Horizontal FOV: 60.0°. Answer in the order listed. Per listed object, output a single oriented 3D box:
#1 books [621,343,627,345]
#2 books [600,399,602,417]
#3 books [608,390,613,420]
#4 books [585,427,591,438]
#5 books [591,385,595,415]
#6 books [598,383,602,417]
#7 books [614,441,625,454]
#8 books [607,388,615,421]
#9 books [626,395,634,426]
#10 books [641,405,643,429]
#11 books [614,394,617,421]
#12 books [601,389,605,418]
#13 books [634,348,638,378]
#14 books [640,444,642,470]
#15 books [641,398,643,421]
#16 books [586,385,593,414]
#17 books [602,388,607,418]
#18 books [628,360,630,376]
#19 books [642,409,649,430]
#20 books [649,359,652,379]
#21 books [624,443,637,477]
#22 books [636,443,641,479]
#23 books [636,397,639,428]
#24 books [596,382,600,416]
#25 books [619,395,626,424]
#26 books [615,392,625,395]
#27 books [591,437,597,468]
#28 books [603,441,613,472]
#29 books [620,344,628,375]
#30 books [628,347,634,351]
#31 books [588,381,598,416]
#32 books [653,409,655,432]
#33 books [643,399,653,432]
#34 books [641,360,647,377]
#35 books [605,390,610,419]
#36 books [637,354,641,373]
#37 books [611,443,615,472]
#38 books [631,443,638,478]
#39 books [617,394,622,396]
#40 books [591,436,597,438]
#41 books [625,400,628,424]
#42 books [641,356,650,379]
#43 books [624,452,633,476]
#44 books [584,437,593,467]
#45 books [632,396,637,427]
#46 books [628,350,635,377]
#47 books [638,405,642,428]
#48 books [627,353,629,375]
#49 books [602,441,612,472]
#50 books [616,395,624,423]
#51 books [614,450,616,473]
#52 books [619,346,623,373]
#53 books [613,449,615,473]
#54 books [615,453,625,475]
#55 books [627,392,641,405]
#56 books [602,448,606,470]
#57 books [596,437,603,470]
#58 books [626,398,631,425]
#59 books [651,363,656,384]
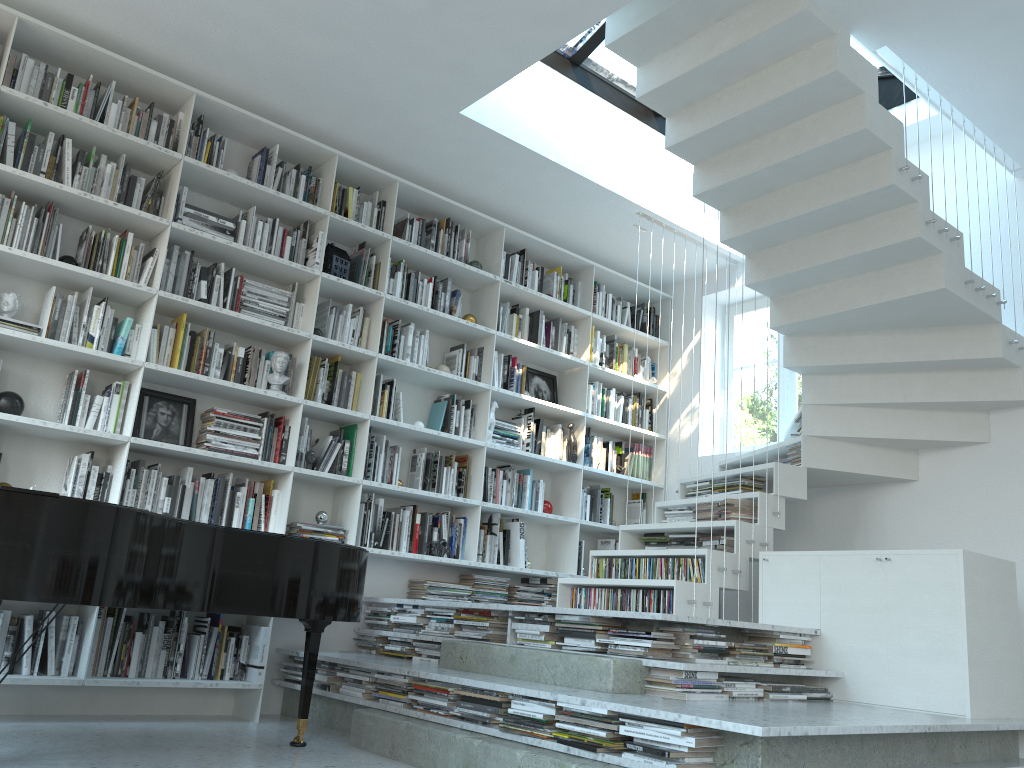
[{"bbox_3d":[0.795,-0.153,6.702,0.010,0.294,0.165,16,-18,-37],"label":"books"},{"bbox_3d":[0.589,0.207,6.470,0.027,0.179,0.157,16,-18,-37],"label":"books"},{"bbox_3d":[0.668,0.184,6.520,0.022,0.262,0.172,16,-18,-37],"label":"books"},{"bbox_3d":[0.504,0.475,6.347,0.012,0.321,0.141,16,-18,-37],"label":"books"},{"bbox_3d":[0.523,0.145,6.407,0.026,0.255,0.173,16,-18,-37],"label":"books"},{"bbox_3d":[0.587,0.146,6.462,0.012,0.292,0.166,16,-18,-37],"label":"books"},{"bbox_3d":[0.753,0.569,6.536,0.026,0.277,0.170,16,-18,-37],"label":"books"},{"bbox_3d":[0.686,0.181,6.542,0.030,0.283,0.166,16,-18,-37],"label":"books"},{"bbox_3d":[0.851,0.230,6.674,0.012,0.282,0.151,16,-18,-37],"label":"books"},{"bbox_3d":[0.913,0.280,6.719,0.025,0.219,0.178,16,-18,-37],"label":"books"},{"bbox_3d":[0.714,0.208,6.580,0.012,0.253,0.161,16,-18,-37],"label":"books"},{"bbox_3d":[0.615,0.171,6.482,0.013,0.259,0.158,16,-18,-37],"label":"books"},{"bbox_3d":[0.887,-0.121,6.778,0.024,0.286,0.163,16,-18,-37],"label":"books"},{"bbox_3d":[0.897,0.600,6.638,0.018,0.292,0.169,16,-18,-37],"label":"books"},{"bbox_3d":[0.935,0.258,6.751,0.013,0.282,0.149,16,-18,-37],"label":"books"},{"bbox_3d":[0.502,0.139,6.375,0.023,0.247,0.182,16,-18,-37],"label":"books"},{"bbox_3d":[0.625,0.171,6.501,0.025,0.270,0.152,16,-18,-37],"label":"books"},{"bbox_3d":[0.830,-0.084,6.734,0.034,0.182,0.156,16,-18,-37],"label":"books"},{"bbox_3d":[0.958,0.302,6.741,0.029,0.194,0.192,16,-19,-37],"label":"books"},{"bbox_3d":[1.018,-0.061,6.882,0.040,0.246,0.160,16,-18,-37],"label":"books"},{"bbox_3d":[0.835,0.584,6.589,0.073,0.290,0.169,16,-18,-37],"label":"books"},{"bbox_3d":[0.892,0.594,6.617,0.018,0.292,0.169,16,-18,-37],"label":"books"},{"bbox_3d":[0.880,0.244,6.688,0.029,0.267,0.173,16,-18,-37],"label":"books"},{"bbox_3d":[0.567,0.142,6.461,0.022,0.296,0.162,16,-18,-37],"label":"books"},{"bbox_3d":[0.770,0.218,6.607,0.023,0.257,0.184,16,-18,-37],"label":"books"},{"bbox_3d":[0.785,0.213,6.646,0.024,0.291,0.132,16,-18,-37],"label":"books"},{"bbox_3d":[0.529,0.513,6.335,0.026,0.245,0.181,16,-18,-37],"label":"books"},{"bbox_3d":[0.657,0.549,6.456,0.029,0.258,0.171,16,-18,-37],"label":"books"},{"bbox_3d":[0.757,-0.157,6.597,0.042,0.241,0.248,16,-19,-37],"label":"books"},{"bbox_3d":[0.867,-0.127,6.777,0.011,0.293,0.151,16,-18,-37],"label":"books"},{"bbox_3d":[0.548,0.133,6.412,0.014,0.285,0.185,16,-18,-37],"label":"books"},{"bbox_3d":[1.021,0.311,6.800,0.021,0.218,0.184,16,-18,-37],"label":"books"},{"bbox_3d":[1.000,0.268,6.789,0.042,0.291,0.186,16,-18,-37],"label":"books"},{"bbox_3d":[0.959,-0.066,6.820,0.023,0.213,0.181,16,-18,-37],"label":"books"},{"bbox_3d":[0.649,0.181,6.508,0.024,0.258,0.156,16,-18,-37],"label":"books"},{"bbox_3d":[0.924,-0.095,6.799,0.070,0.253,0.154,16,-18,-37],"label":"books"},{"bbox_3d":[0.685,0.563,6.488,0.012,0.253,0.161,16,-18,-37],"label":"books"},{"bbox_3d":[0.864,0.590,6.613,0.033,0.293,0.169,16,-18,-37],"label":"books"},{"bbox_3d":[0.768,0.218,6.637,0.010,0.273,0.130,16,-18,-37],"label":"books"},{"bbox_3d":[0.540,0.511,6.360,0.022,0.264,0.157,16,-18,-37],"label":"books"},{"bbox_3d":[0.802,0.245,6.655,0.028,0.236,0.146,16,-18,-37],"label":"books"},{"bbox_3d":[0.992,-0.075,6.863,0.029,0.257,0.163,16,-18,-37],"label":"books"},{"bbox_3d":[0.802,0.613,6.554,0.089,0.216,0.167,16,-18,-37],"label":"books"},{"bbox_3d":[0.500,0.506,6.313,0.022,0.242,0.171,16,-18,-37],"label":"books"},{"bbox_3d":[0.863,0.235,6.678,0.013,0.276,0.188,16,-18,-37],"label":"books"},{"bbox_3d":[0.867,-0.118,6.746,0.022,0.260,0.160,16,-18,-37],"label":"books"},{"bbox_3d":[0.899,0.277,6.696,0.025,0.211,0.188,16,-18,-37],"label":"books"},{"bbox_3d":[0.810,-0.113,6.690,0.013,0.212,0.187,16,-18,-37],"label":"books"},{"bbox_3d":[0.644,0.548,6.432,0.022,0.246,0.181,16,-18,-37],"label":"books"},{"bbox_3d":[0.748,0.216,6.580,0.045,0.244,0.177,16,-18,-37],"label":"books"},{"bbox_3d":[0.709,0.595,6.510,0.014,0.206,0.138,16,-18,-37],"label":"books"},{"bbox_3d":[0.750,-0.157,6.561,0.013,0.221,0.174,16,-18,-37],"label":"books"},{"bbox_3d":[0.697,0.570,6.501,0.025,0.248,0.134,16,-18,-37],"label":"books"},{"bbox_3d":[0.748,0.606,6.488,0.024,0.180,0.191,16,-19,-37],"label":"books"},{"bbox_3d":[0.922,0.233,6.756,0.013,0.329,0.140,16,-18,-37],"label":"books"},{"bbox_3d":[0.605,0.563,6.389,0.023,0.188,0.170,16,-18,-37],"label":"books"},{"bbox_3d":[0.578,0.520,6.374,0.056,0.260,0.176,16,-18,-37],"label":"books"},{"bbox_3d":[0.830,0.242,6.666,0.025,0.252,0.160,16,-18,-37],"label":"books"},{"bbox_3d":[1.048,-0.044,6.880,0.011,0.216,0.170,16,-18,-37],"label":"books"}]
